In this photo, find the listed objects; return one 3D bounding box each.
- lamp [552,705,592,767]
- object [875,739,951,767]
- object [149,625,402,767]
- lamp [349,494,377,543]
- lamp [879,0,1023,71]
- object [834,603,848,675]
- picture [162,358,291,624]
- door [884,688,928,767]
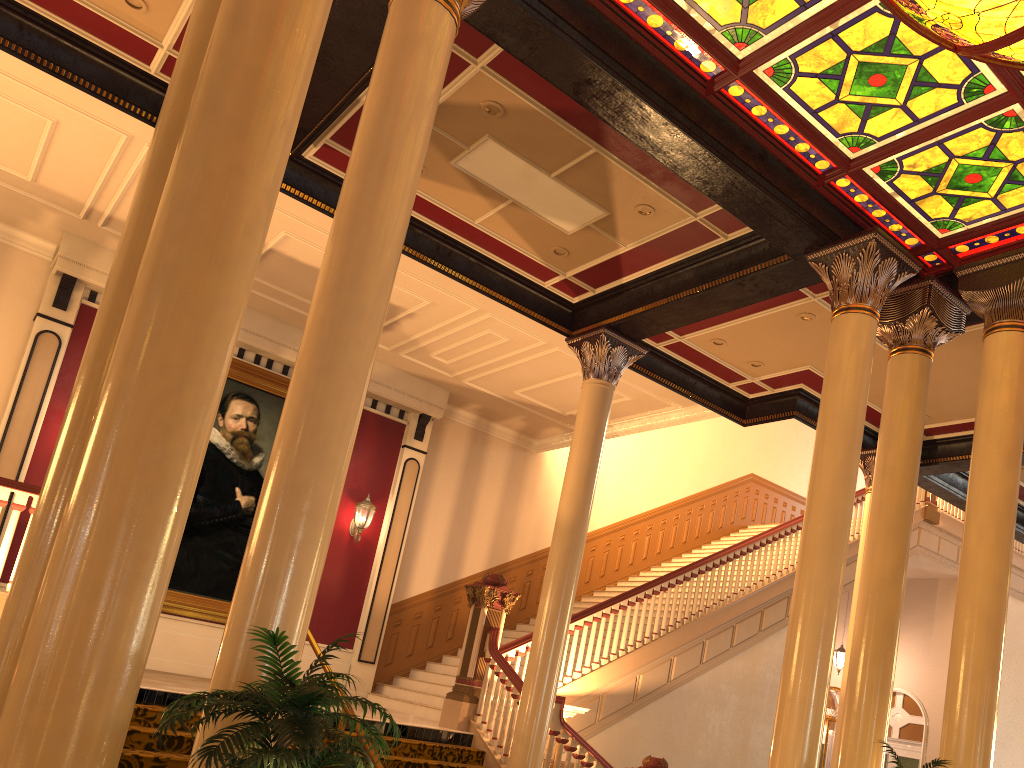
[{"bbox_3d":[0.398,4.497,9.455,0.600,1.953,0.579,15,-12,-16],"label":"lamp"},{"bbox_3d":[2.396,3.392,5.581,1.054,2.088,1.094,8,-13,14],"label":"object"},{"bbox_3d":[-0.910,1.915,3.093,0.995,2.088,1.157,-1,-18,43],"label":"object"},{"bbox_3d":[-2.159,1.934,12.520,0.338,0.708,0.382,20,-15,-33],"label":"lamp"},{"bbox_3d":[2.842,-2.191,3.634,3.193,0.585,2.912,24,-23,-34],"label":"lamp"},{"bbox_3d":[-2.314,-0.104,5.351,0.642,4.182,32.140,3,-20,37],"label":"object"},{"bbox_3d":[-3.677,1.428,11.569,2.709,3.349,0.053,21,-15,-35],"label":"picture"},{"bbox_3d":[7.410,7.727,17.109,0.214,3.375,1.431,18,-14,-32],"label":"door"}]
